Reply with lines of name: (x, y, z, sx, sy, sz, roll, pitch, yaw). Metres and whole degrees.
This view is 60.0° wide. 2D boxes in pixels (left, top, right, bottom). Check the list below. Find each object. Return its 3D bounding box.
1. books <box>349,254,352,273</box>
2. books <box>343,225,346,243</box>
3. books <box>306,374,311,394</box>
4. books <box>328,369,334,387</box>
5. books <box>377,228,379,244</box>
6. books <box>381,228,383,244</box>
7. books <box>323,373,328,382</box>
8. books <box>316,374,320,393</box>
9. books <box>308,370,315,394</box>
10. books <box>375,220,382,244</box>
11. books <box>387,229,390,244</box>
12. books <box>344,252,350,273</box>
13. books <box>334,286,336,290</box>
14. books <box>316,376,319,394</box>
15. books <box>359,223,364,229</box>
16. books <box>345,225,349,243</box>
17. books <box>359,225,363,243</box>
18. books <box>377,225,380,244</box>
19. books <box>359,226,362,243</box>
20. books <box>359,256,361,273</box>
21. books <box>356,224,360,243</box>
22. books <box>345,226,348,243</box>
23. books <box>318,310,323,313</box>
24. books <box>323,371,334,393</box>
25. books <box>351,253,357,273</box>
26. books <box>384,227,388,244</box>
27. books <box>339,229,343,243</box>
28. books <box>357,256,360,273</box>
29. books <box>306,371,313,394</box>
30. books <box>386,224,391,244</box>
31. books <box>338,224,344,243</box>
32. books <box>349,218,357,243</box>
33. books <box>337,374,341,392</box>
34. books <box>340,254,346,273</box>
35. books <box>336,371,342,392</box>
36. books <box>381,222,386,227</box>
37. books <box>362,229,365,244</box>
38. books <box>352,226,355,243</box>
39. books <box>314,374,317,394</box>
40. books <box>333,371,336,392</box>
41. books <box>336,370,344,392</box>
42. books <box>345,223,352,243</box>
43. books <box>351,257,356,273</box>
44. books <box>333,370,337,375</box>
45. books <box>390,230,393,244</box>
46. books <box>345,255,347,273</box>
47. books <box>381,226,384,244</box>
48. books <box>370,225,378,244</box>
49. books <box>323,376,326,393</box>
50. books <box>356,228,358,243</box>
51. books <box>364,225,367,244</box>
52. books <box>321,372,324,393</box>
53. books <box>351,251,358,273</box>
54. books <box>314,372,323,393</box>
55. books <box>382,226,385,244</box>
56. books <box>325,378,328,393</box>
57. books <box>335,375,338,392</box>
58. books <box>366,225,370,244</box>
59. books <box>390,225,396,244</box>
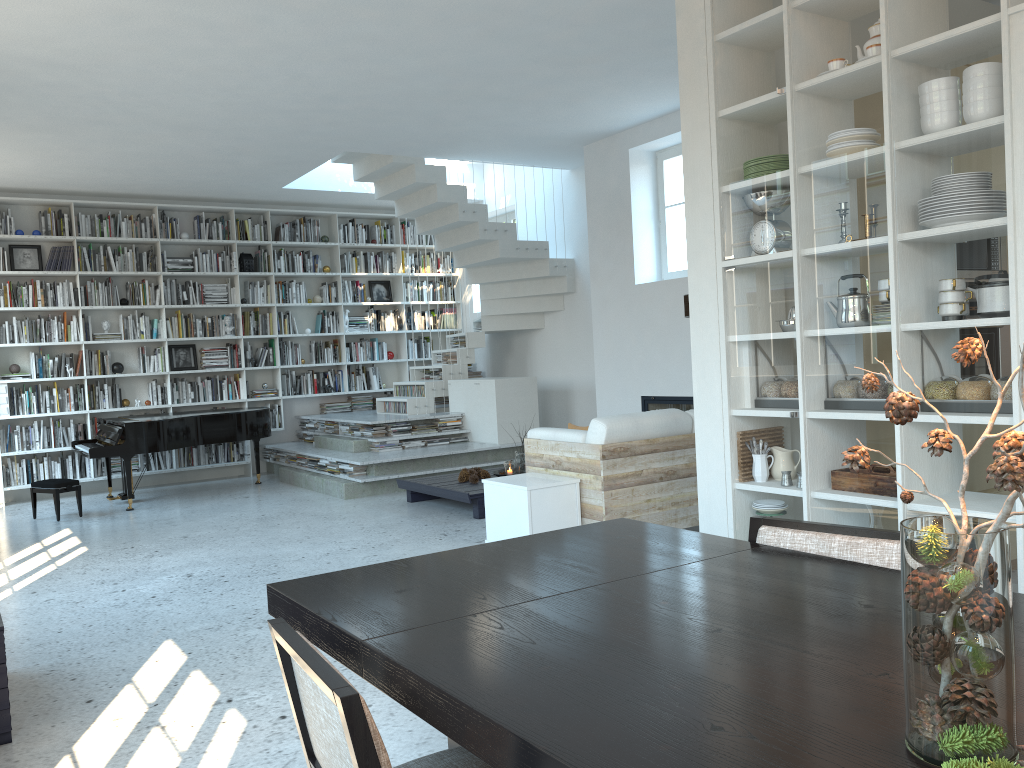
books: (-2.062, -1.506, 11.212, 0.026, 0.251, 0.130, -5, 3, -33)
books: (-2.134, -1.864, 11.137, 0.026, 0.242, 0.184, -5, 3, -33)
books: (-2.521, 0.000, 10.908, 0.025, 0.252, 0.181, -5, 3, -33)
books: (-2.259, -0.041, 11.091, 0.013, 0.294, 0.134, -5, 3, -33)
books: (-1.756, -1.881, 11.382, 0.008, 0.220, 0.182, -5, 3, -33)
books: (-1.708, -1.887, 11.409, 0.007, 0.226, 0.170, -5, 3, -33)
books: (-2.323, -0.014, 11.045, 0.012, 0.249, 0.164, -5, 3, -33)
books: (-2.425, -0.003, 10.994, 0.021, 0.243, 0.131, -5, 3, -33)
books: (-2.474, -0.024, 10.934, 0.012, 0.293, 0.175, -5, 3, -33)
books: (-1.721, -1.934, 11.410, 0.007, 0.321, 0.165, -5, 3, -33)
books: (-1.626, -1.886, 11.470, 0.029, 0.210, 0.169, -5, 3, -33)
books: (-2.090, -1.520, 11.184, 0.051, 0.282, 0.166, -5, 3, -33)
books: (-2.238, -1.110, 11.098, 0.013, 0.221, 0.155, -5, 3, -33)
books: (-2.441, 0.001, 10.976, 0.025, 0.238, 0.156, -5, 3, -33)
books: (-1.919, -1.899, 11.305, 0.012, 0.279, 0.153, -5, 3, -33)
books: (-2.105, -1.871, 11.186, 0.027, 0.249, 0.140, -5, 3, -33)
books: (-1.945, -1.884, 11.273, 0.021, 0.254, 0.151, -5, 3, -33)
books: (-1.743, -1.898, 11.397, 0.016, 0.252, 0.189, -5, 3, -33)
books: (-1.959, -1.874, 11.255, 0.022, 0.236, 0.172, -5, 3, -33)
books: (-1.965, -1.506, 11.279, 0.024, 0.236, 0.146, -5, 3, -33)
books: (-1.974, -1.886, 11.244, 0.014, 0.262, 0.168, -5, 3, -33)
books: (-2.117, -1.860, 11.158, 0.024, 0.231, 0.168, -5, 3, -33)
books: (-2.369, -0.766, 11.028, 0.016, 0.290, 0.135, -5, 3, -33)
books: (-2.288, -0.025, 11.061, 0.070, 0.266, 0.186, -5, 3, -33)
books: (-2.009, -1.515, 11.224, 0.026, 0.261, 0.167, -5, 3, -33)
books: (-1.659, -1.896, 11.442, 0.018, 0.235, 0.186, -5, 3, -33)
books: (-2.170, -1.831, 11.106, 0.022, 0.182, 0.190, -5, 3, -33)
books: (-1.980, -1.499, 11.253, 0.030, 0.224, 0.158, -5, 3, -33)
books: (-2.496, -0.019, 10.946, 0.012, 0.285, 0.159, -5, 3, -33)
books: (-1.615, -1.922, 11.498, 0.025, 0.279, 0.136, -5, 3, -33)
books: (-2.159, -1.866, 11.127, 0.025, 0.251, 0.178, -5, 3, -33)
books: (-2.010, -1.918, 11.216, 0.014, 0.332, 0.180, -5, 3, -33)
books: (-2.194, -0.012, 11.114, 0.025, 0.228, 0.175, -5, 3, -33)
books: (-2.128, -1.503, 11.162, 0.012, 0.254, 0.161, -5, 3, -33)
books: (-2.177, -0.029, 11.132, 0.026, 0.258, 0.156, -5, 3, -33)
books: (-1.656, -1.929, 11.467, 0.020, 0.299, 0.131, -5, 3, -33)
books: (-1.918, -1.860, 11.275, 0.023, 0.202, 0.190, -5, 3, -33)
books: (-2.032, -1.866, 11.215, 0.030, 0.231, 0.148, -5, 3, -33)
books: (-2.456, -0.001, 10.949, 0.031, 0.244, 0.184, -5, 3, -33)
books: (-2.245, -0.027, 11.101, 0.021, 0.265, 0.150, -5, 3, -33)
books: (-2.156, -0.038, 11.146, 0.025, 0.272, 0.171, -5, 3, -33)
books: (-2.065, -1.887, 11.191, 0.048, 0.278, 0.150, -5, 3, -33)
books: (-2.027, -1.486, 11.208, 0.025, 0.207, 0.175, -5, 3, -33)
books: (-2.228, -0.038, 11.128, 0.012, 0.282, 0.143, -5, 3, -33)
books: (-1.593, -1.890, 11.519, 0.031, 0.211, 0.131, -5, 3, -33)
books: (-2.116, -1.495, 11.167, 0.013, 0.237, 0.141, -5, 3, -33)
books: (-1.698, -1.900, 11.424, 0.031, 0.249, 0.164, -5, 3, -33)
books: (-1.767, -1.898, 11.372, 0.019, 0.256, 0.169, -5, 3, -33)
books: (-2.359, 0.008, 11.027, 0.022, 0.211, 0.135, -5, 3, -33)
books: (-2.002, -1.864, 11.250, 0.030, 0.220, 0.133, -5, 3, -33)
books: (-1.892, -1.889, 11.319, 0.012, 0.254, 0.161, -5, 3, -33)
books: (-2.380, -0.016, 11.012, 0.026, 0.263, 0.169, -5, 3, -33)
books: (-1.999, -1.533, 11.241, 0.011, 0.296, 0.162, -5, 3, -33)
books: (-2.397, -0.015, 10.992, 0.026, 0.262, 0.173, -5, 3, -33)
books: (-1.686, -1.905, 11.450, 0.017, 0.257, 0.146, -5, 3, -33)
books: (-2.335, 0.021, 11.035, 0.025, 0.181, 0.169, -5, 3, -33)
books: (-2.223, -0.006, 11.101, 0.013, 0.220, 0.168, -5, 3, -33)
books: (-1.867, -1.892, 11.320, 0.030, 0.258, 0.165, -5, 3, -33)
books: (-1.559, -1.918, 11.515, 0.026, 0.263, 0.163, -5, 3, -33)
